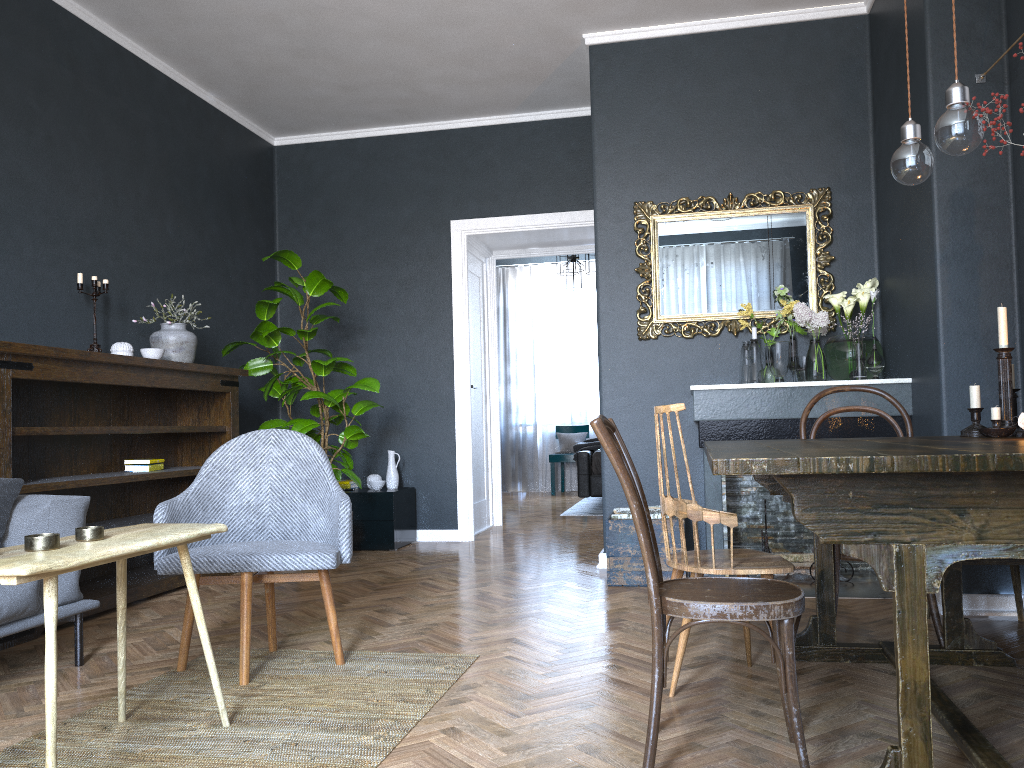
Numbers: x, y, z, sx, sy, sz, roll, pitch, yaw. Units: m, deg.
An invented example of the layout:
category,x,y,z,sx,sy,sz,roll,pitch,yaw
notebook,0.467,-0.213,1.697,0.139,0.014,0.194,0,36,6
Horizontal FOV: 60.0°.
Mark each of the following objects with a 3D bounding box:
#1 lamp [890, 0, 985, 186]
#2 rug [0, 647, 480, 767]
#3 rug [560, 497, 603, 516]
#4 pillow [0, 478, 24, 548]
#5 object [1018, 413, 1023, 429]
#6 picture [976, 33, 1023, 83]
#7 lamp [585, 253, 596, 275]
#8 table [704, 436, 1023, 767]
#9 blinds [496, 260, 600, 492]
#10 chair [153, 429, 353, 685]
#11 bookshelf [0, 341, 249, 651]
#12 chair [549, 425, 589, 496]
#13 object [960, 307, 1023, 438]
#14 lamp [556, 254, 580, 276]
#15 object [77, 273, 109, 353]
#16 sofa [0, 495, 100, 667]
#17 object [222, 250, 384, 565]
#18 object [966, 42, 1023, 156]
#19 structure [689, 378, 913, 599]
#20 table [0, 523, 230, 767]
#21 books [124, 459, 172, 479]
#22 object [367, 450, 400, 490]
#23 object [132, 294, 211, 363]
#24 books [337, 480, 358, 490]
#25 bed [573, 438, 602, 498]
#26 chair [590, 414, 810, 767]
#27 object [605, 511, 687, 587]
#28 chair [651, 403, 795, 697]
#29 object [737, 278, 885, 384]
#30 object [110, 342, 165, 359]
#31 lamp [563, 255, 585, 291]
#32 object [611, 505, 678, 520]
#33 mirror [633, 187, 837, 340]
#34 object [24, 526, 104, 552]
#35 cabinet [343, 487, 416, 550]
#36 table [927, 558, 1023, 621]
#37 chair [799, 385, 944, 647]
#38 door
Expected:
category,x,y,z,sx,sy,sz,roll,pitch,yaw
lamp,0.503,-1.305,2.662,1.591,1.573,0.583,-4,-3,43
rug,-0.802,0.924,2.213,1.003,0.013,2.012,-2,-3,12
rug,1.337,1.184,8.702,1.458,0.013,2.046,-2,-3,12
pillow,-1.955,0.402,2.749,0.442,0.361,0.798,-3,-3,29
object,1.471,0.107,2.319,0.252,0.072,0.254,-2,-3,18
picture,1.447,-0.962,1.394,0.058,0.770,4.459,-2,-3,11
lamp,0.799,-1.433,8.430,0.210,0.769,0.210,-2,-2,25
table,1.091,0.515,2.303,1.126,0.727,1.605,-2,-3,12
blinds,1.287,-0.119,10.692,3.993,2.787,0.312,-2,-2,12
chair,-0.876,0.560,3.051,0.645,0.811,0.495,-1,-2,-10
bookshelf,-1.942,0.470,4.283,0.451,1.171,1.919,-2,-3,12
chair,0.685,0.882,10.368,0.436,0.798,0.592,-2,-2,12
object,1.538,-0.044,2.783,0.223,0.419,0.368,-2,-2,13
lamp,0.546,-1.442,8.779,0.210,0.713,0.210,-2,-2,25
object,-2.075,-0.328,4.374,0.130,0.437,0.145,0,-3,-42
sofa,-2.128,0.556,2.144,0.970,0.797,2.341,-2,-3,11
object,-1.275,0.151,5.446,1.118,1.898,0.764,-2,-2,5
object,1.467,-0.337,2.021,0.638,0.930,0.557,-1,-2,-18
structure,1.397,0.489,4.365,1.065,0.980,0.834,-2,-2,12
table,-1.004,0.651,2.124,0.339,0.549,0.788,-2,-3,12
books,-1.903,0.448,4.640,0.174,0.113,0.197,-2,-3,0
object,-0.922,0.594,6.132,0.229,0.268,0.228,1,-3,-45
object,-1.849,-0.298,4.828,0.385,0.412,0.275,-1,-2,-10
books,-1.186,0.705,6.183,0.215,0.066,0.162,-2,-3,7
bed,1.832,0.588,8.650,2.375,1.161,2.266,-2,-3,12
chair,0.444,0.475,2.090,0.467,0.819,0.363,-2,-2,11
object,0.704,0.835,4.580,0.383,0.326,0.553,-2,-3,12
chair,0.629,0.487,2.719,0.384,0.856,0.456,-1,-2,-3
object,1.520,-0.270,4.524,0.727,0.546,0.474,-2,-2,14
object,-1.894,-0.160,4.490,0.255,0.103,0.118,0,-3,-23
lamp,0.629,-1.376,9.157,0.210,0.804,0.210,-2,-2,25
object,0.707,0.758,4.582,0.370,0.246,0.533,-2,-3,12
mirror,1.197,-0.647,4.813,1.057,0.784,0.067,-2,-2,12
object,-1.066,0.357,2.007,0.103,0.033,0.369,-3,-3,22
cabinet,-1.048,0.926,6.115,0.650,0.390,0.456,-2,-2,12
table,1.757,0.751,3.284,0.364,0.317,0.369,-2,-2,12
chair,1.258,0.453,3.130,0.438,0.920,0.549,-2,-2,14
door,-0.302,0.038,6.787,0.162,2.185,0.857,-2,-2,12
